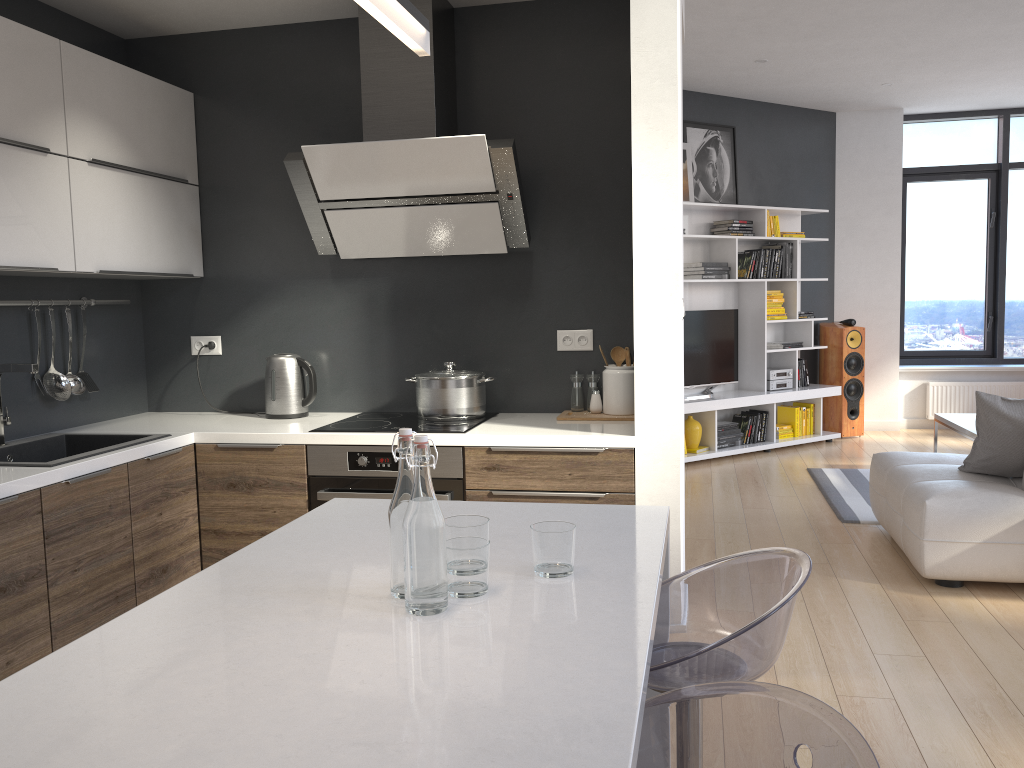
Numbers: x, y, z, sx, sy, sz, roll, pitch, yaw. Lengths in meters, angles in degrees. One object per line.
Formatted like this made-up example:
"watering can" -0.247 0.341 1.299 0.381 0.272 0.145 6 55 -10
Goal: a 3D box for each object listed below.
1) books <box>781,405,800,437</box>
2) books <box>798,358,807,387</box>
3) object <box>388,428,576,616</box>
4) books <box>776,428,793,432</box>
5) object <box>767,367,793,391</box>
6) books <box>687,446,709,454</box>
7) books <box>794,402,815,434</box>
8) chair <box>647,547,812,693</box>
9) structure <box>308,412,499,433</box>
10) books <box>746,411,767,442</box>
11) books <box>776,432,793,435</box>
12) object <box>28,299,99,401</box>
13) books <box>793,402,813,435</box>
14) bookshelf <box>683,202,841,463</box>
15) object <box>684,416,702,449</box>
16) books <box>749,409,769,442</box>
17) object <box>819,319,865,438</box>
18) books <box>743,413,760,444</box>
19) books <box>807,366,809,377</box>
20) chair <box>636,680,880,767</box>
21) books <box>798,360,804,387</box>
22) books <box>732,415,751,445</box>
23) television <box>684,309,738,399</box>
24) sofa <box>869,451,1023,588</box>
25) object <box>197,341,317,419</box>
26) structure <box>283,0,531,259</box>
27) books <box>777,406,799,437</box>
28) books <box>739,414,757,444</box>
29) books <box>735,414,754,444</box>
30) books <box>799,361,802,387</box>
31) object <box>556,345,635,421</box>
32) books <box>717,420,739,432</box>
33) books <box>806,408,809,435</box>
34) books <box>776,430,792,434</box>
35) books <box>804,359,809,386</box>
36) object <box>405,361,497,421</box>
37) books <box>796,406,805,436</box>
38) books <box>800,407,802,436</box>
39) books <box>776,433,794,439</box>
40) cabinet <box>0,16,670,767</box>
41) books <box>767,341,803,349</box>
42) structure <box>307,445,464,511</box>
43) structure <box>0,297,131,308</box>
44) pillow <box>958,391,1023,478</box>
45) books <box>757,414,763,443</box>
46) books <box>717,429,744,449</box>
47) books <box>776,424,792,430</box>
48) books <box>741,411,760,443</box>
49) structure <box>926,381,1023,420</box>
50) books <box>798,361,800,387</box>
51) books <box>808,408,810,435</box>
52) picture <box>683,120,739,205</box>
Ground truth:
"books" 2.451 0.323 7.814 0.015 0.263 0.199 -5 6 -33
"books" 2.538 -0.106 7.921 0.066 0.255 0.193 -5 6 -33
"object" -0.030 0.199 1.424 0.323 0.267 0.148 -4 6 -23
"books" 2.333 0.396 7.729 0.187 0.014 0.134 -5 6 -33
"object" 2.255 -0.044 7.740 0.285 0.174 0.270 -5 6 -33
"books" 1.427 0.523 7.173 0.270 0.029 0.204 3 7 42
"books" 2.613 0.303 7.932 0.025 0.270 0.213 -5 6 -33
"chair" 0.336 0.732 1.677 0.434 0.838 0.475 0 5 10
"structure" -0.403 0.148 3.483 0.600 0.006 0.550 0 5 12
"books" 2.069 0.361 7.566 0.084 0.249 0.191 -5 6 -33
"books" 2.331 0.425 7.735 0.196 0.011 0.148 -5 6 -33
"object" -1.750 -0.135 3.457 0.069 0.389 0.320 0 5 13
"books" 2.596 0.306 7.910 0.029 0.270 0.204 -5 6 -33
"bookshelf" 1.520 -0.415 7.174 3.000 2.052 0.455 -5 6 -33
"object" 1.433 0.383 7.129 0.185 0.257 0.185 2 6 34
"books" 2.097 0.354 7.585 0.066 0.260 0.197 -5 6 -33
"object" 3.006 -0.059 8.179 0.290 1.088 0.434 -3 6 -18
"books" 2.009 0.374 7.499 0.069 0.242 0.172 -5 6 -32
"books" 2.578 -0.102 7.976 0.077 0.233 0.179 -5 6 -33
"chair" 0.212 0.814 1.097 0.434 0.787 0.475 -4 6 -25
"books" 2.520 -0.098 7.897 0.050 0.242 0.169 -5 6 -33
"books" 1.914 0.383 7.463 0.104 0.234 0.182 -5 6 -33
"television" 1.458 -0.248 7.277 1.102 0.704 0.207 -5 6 -33
"sofa" 3.712 0.420 4.762 3.424 0.732 2.614 0 5 12
"object" -1.095 -0.021 3.789 0.590 0.318 0.179 0 6 19
"structure" -0.407 -1.008 3.460 0.898 0.998 0.407 0 5 12
"books" 2.427 0.328 7.795 0.044 0.255 0.198 -5 6 -33
"books" 1.974 0.379 7.491 0.081 0.233 0.169 -5 6 -34
"books" 1.940 0.381 7.486 0.096 0.234 0.187 -5 6 -32
"books" 2.497 -0.093 7.891 0.049 0.236 0.170 -5 6 -32
"object" 0.351 -0.027 3.490 0.330 0.316 0.221 0 5 12
"books" 1.689 0.351 7.376 0.310 0.047 0.250 -5 7 -37
"books" 2.555 0.328 7.874 0.024 0.234 0.172 -5 6 -33
"books" 2.337 0.413 7.715 0.169 0.018 0.113 -5 6 -31
"books" 2.567 -0.102 7.931 0.066 0.242 0.177 -5 6 -33
"object" -0.246 0.021 3.568 0.288 0.223 0.315 -5 7 -37
"books" 2.509 0.323 7.846 0.035 0.250 0.185 -5 6 -33
"books" 2.486 0.325 7.833 0.019 0.251 0.180 -5 6 -33
"books" 2.333 0.448 7.734 0.190 0.033 0.147 -5 6 -33
"cabinet" -0.984 -0.052 1.478 2.402 2.501 4.694 0 5 12
"books" 2.376 -0.345 7.829 0.310 0.047 0.250 -5 7 -37
"structure" -0.404 0.493 3.470 0.587 0.588 0.584 0 5 12
"structure" -1.986 -0.213 2.392 0.050 0.045 3.000 0 5 12
"pillow" 3.599 0.194 4.263 2.953 0.453 0.647 -1 5 0
"books" 2.040 0.369 7.543 0.068 0.243 0.179 -5 6 -34
"books" 1.708 0.444 7.370 0.343 0.137 0.277 -5 7 -38
"books" 2.323 0.375 7.736 0.186 0.026 0.138 -5 6 -33
"books" 2.014 0.364 7.533 0.075 0.254 0.192 -5 6 -34
"structure" 4.673 0.205 8.301 1.474 0.460 0.110 0 5 12
"books" 2.473 -0.093 7.884 0.053 0.240 0.189 -5 6 -32
"books" 2.575 0.326 7.892 0.024 0.234 0.172 -5 6 -33
"picture" 1.392 -1.798 7.231 1.279 0.707 0.076 -5 6 -33
